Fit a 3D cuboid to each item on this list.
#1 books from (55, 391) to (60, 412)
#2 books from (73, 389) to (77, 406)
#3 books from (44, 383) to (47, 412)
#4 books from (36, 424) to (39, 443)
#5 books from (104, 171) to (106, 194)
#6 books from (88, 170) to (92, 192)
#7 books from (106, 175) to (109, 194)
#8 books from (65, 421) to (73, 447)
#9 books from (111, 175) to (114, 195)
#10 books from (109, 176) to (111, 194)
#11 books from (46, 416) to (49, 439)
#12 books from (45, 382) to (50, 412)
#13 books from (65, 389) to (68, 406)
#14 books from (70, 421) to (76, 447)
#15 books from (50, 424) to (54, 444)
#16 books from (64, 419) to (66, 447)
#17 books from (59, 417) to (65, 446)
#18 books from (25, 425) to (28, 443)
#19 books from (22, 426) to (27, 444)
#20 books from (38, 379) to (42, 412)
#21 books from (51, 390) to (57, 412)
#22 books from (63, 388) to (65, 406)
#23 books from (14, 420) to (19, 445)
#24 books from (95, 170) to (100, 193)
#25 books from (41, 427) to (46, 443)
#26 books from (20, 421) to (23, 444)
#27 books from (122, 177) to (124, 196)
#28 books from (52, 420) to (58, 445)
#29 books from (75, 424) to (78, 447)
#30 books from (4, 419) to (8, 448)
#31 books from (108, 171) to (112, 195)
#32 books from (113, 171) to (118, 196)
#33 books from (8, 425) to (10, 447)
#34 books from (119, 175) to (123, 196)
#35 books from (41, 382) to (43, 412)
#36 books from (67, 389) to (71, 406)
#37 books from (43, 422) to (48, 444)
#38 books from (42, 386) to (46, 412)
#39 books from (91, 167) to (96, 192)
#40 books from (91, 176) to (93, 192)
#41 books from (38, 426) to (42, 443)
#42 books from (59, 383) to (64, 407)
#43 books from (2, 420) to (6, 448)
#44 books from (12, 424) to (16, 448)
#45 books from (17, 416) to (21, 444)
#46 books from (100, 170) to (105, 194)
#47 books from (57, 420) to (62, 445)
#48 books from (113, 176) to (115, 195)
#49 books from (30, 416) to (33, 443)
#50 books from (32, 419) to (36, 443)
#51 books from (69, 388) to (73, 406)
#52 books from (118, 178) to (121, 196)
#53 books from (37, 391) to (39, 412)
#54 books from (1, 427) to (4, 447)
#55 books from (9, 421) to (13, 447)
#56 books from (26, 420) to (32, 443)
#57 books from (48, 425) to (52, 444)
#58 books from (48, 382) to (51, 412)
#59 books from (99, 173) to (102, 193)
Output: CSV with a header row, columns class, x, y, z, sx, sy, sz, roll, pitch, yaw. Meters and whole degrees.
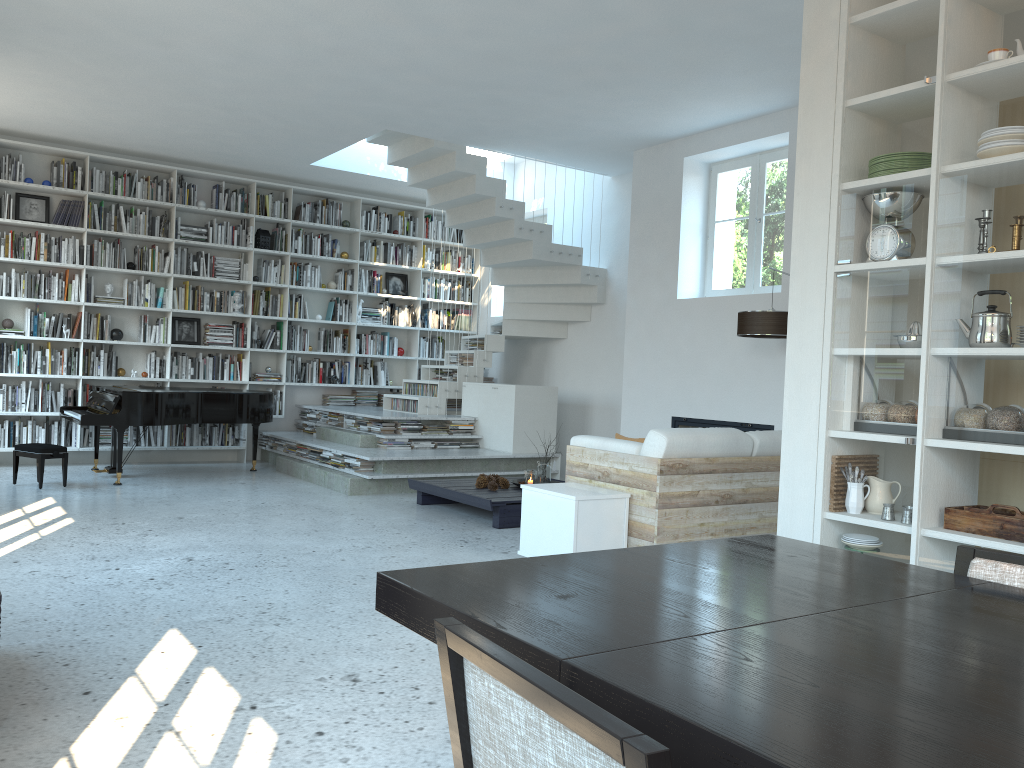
class,x,y,z,sx,sy,sz,roll,pitch,yaw
books,-4.585,0.178,8.947,0.030,0.203,0.141,2,1,-34
books,-4.456,0.169,9.015,0.030,0.230,0.151,2,1,-34
books,-4.677,0.134,8.879,0.013,0.284,0.139,2,1,-34
books,-4.738,0.515,8.829,0.021,0.218,0.190,2,1,-34
books,-4.179,-2.041,9.078,0.012,0.250,0.174,2,1,-34
books,-4.299,-2.039,8.997,0.029,0.237,0.156,2,1,-34
books,-4.156,-2.019,9.079,0.029,0.208,0.178,2,1,-34
books,-4.513,0.504,9.005,0.065,0.256,0.155,2,1,-34
books,-4.136,-2.032,9.142,0.025,0.235,0.129,2,1,-34
books,-4.146,-2.018,9.103,0.015,0.207,0.166,2,1,-34
books,-4.666,0.472,8.902,0.013,0.310,0.130,2,1,-34
books,-4.655,0.132,8.879,0.022,0.291,0.137,2,1,-34
books,-4.530,0.168,8.984,0.030,0.227,0.140,2,1,-34
books,-4.475,0.496,9.032,0.027,0.276,0.143,2,1,-34
books,-4.626,0.516,8.916,0.022,0.225,0.141,2,1,-34
books,-4.531,0.480,8.964,0.012,0.304,0.165,2,1,-34
books,-4.546,0.484,8.957,0.021,0.296,0.187,2,1,-34
books,-4.825,0.515,8.801,0.014,0.211,0.146,2,1,-34
books,-4.826,0.520,8.764,0.030,0.201,0.168,2,1,-34
books,-4.704,0.113,8.824,0.014,0.325,0.170,2,1,-34
books,-4.611,0.171,8.907,0.059,0.216,0.177,2,1,-34
books,-4.527,0.162,8.943,0.011,0.239,0.174,2,1,-34
books,-4.889,0.490,8.743,0.027,0.256,0.160,2,1,-34
books,-4.239,-2.045,9.044,0.031,0.255,0.145,2,1,-34
books,-4.689,0.532,8.853,0.031,0.188,0.190,2,1,-34
books,-4.861,0.496,8.770,0.022,0.246,0.134,2,1,-34
books,-4.036,-2.018,9.175,0.011,0.216,0.160,2,1,-34
books,-4.604,0.501,8.927,0.027,0.256,0.179,2,1,-34
books,-4.434,0.519,9.010,0.017,0.233,0.212,2,1,-34
books,-4.955,0.483,8.680,0.023,0.266,0.177,2,1,-34
books,-4.136,-2.046,9.111,0.010,0.264,0.160,2,1,-34
books,-4.098,-2.047,9.155,0.028,0.268,0.151,2,1,-34
books,-4.947,0.513,8.706,0.022,0.205,0.158,2,1,-34
books,-4.050,-2.028,9.174,0.013,0.234,0.154,2,1,-34
books,-4.699,0.128,8.839,0.012,0.295,0.176,2,1,-34
books,-4.484,0.170,8.964,0.023,0.228,0.190,2,1,-34
books,-4.665,0.505,8.868,0.023,0.244,0.188,2,1,-34
books,-4.693,0.148,8.865,0.029,0.254,0.153,2,1,-34
books,-4.271,-2.059,9.045,0.021,0.279,0.140,2,1,-34
books,-4.286,-2.011,9.025,0.024,0.183,0.133,2,1,-34
books,-4.717,0.522,8.842,0.028,0.206,0.171,2,1,-34
books,-4.556,0.137,8.955,0.025,0.288,0.130,2,1,-34
books,-4.967,0.485,8.665,0.013,0.262,0.174,2,1,-34
books,-4.906,0.507,8.725,0.022,0.221,0.163,2,1,-34
books,-4.863,0.469,8.742,0.013,0.300,0.183,2,1,-34
books,-4.196,-2.042,9.071,0.023,0.251,0.170,2,1,-34
books,-4.589,0.497,8.965,0.040,0.264,0.137,2,1,-34
books,-4.117,-2.022,9.146,0.012,0.216,0.150,2,1,-34
books,-4.782,0.470,8.819,0.014,0.304,0.139,2,1,-34
books,-4.756,0.490,8.815,0.025,0.266,0.159,2,1,-34
books,-4.484,0.165,9.007,0.026,0.236,0.140,2,1,-34
books,-4.071,-2.012,9.165,0.030,0.201,0.152,2,1,-34
books,-4.730,0.170,8.835,0.013,0.209,0.154,2,1,-34
books,-4.994,0.521,8.671,0.022,0.186,0.145,2,1,-34
books,-4.930,0.491,8.721,0.022,0.252,0.139,2,1,-34
books,-4.791,0.489,8.792,0.031,0.266,0.186,2,1,-34
books,-4.652,0.520,8.913,0.024,0.214,0.137,2,1,-34
books,-4.638,0.127,8.884,0.013,0.301,0.172,2,1,-34
books,-4.215,-2.027,9.056,0.023,0.220,0.181,2,1,-34
